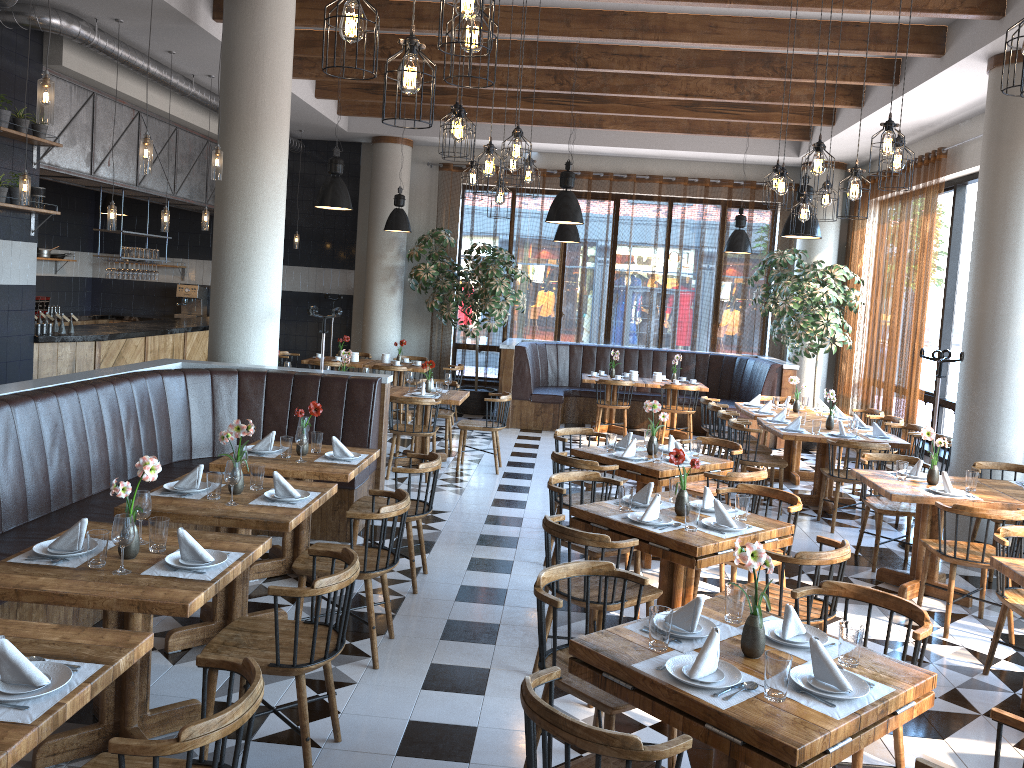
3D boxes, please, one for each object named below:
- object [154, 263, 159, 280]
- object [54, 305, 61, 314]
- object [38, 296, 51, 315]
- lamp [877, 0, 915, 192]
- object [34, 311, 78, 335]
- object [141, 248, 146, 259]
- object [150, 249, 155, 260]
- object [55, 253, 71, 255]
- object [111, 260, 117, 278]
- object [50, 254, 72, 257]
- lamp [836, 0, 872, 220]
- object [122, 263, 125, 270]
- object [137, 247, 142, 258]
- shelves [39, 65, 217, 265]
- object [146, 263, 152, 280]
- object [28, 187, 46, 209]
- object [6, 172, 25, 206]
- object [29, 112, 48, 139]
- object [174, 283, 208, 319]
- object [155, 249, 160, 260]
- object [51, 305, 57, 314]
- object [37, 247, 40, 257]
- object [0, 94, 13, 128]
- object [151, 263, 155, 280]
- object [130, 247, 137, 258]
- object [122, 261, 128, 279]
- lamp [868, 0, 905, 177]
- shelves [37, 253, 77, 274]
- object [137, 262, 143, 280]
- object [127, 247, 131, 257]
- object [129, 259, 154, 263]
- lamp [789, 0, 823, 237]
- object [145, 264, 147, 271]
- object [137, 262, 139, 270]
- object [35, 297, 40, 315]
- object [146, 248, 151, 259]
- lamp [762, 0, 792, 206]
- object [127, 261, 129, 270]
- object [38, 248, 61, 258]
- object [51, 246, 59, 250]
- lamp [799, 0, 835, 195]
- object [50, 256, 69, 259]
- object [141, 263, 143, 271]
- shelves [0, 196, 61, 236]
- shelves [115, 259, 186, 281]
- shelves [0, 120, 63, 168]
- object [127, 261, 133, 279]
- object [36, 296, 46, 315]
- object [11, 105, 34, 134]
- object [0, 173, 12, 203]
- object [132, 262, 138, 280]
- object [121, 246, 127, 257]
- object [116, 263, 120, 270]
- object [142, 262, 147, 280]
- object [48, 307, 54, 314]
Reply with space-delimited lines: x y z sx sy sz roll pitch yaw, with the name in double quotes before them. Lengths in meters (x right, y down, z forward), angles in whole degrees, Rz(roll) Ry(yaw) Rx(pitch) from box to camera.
"object" -4.555 -1.437 11.336 0.081 0.215 0.081 4 4 -5
"object" -6.797 -1.120 13.244 0.093 0.135 0.047 2 4 -21
"object" -6.793 -1.137 12.827 0.189 0.257 0.071 4 4 6
"lamp" 2.273 -2.149 5.042 0.175 2.065 0.175 5 4 12
"object" -4.710 -0.615 8.894 0.421 0.202 0.600 4 6 3
"object" -4.565 -1.616 10.961 0.080 0.132 0.080 7 5 33
"object" -4.549 -1.640 11.196 0.080 0.132 0.080 7 5 33
"object" -6.770 -1.933 13.219 0.243 0.070 0.350 4 6 -3
"object" -4.741 -1.366 10.553 0.081 0.215 0.081 4 4 -5
"object" -6.740 -1.918 13.211 0.243 0.084 0.347 8 7 33
"lamp" 2.053 -1.995 5.106 0.175 2.065 0.175 5 4 23
"object" -4.725 -1.390 10.789 0.081 0.215 0.081 4 4 -5
"object" -4.573 -1.604 10.844 0.080 0.132 0.080 7 5 33
"shelves" -4.627 -2.436 11.326 0.682 1.790 5.883 4 6 3
"object" -4.569 -1.416 11.128 0.081 0.215 0.081 4 4 -5
"object" -4.390 -1.714 8.183 0.143 0.200 0.143 3 5 -6
"object" -4.400 -1.736 7.897 0.172 0.300 0.236 3 5 -7
"object" -4.340 -2.371 8.125 0.173 0.267 0.189 6 5 21
"object" -5.120 -1.311 14.064 0.356 0.568 0.551 4 5 4
"object" -4.541 -1.652 11.314 0.080 0.132 0.080 7 5 33
"object" -6.803 -1.111 13.152 0.094 0.135 0.047 4 4 5
"object" -6.813 -1.877 12.576 0.190 0.147 0.193 5 5 17
"object" -4.376 -2.332 7.583 0.172 0.300 0.236 3 5 -7
"object" -4.562 -1.426 11.231 0.081 0.215 0.081 4 4 -5
"object" -4.581 -1.592 10.727 0.080 0.132 0.080 7 5 33
"object" -4.609 -1.356 10.544 0.081 0.215 0.081 4 4 -5
"lamp" 2.149 -2.196 4.874 0.175 2.065 0.175 5 4 23
"shelves" -6.795 -1.750 12.940 0.300 0.296 1.045 4 6 3
"object" -4.585 -1.393 10.899 0.081 0.215 0.081 4 4 -5
"object" -4.696 -1.613 10.852 0.080 0.132 0.080 7 5 33
"object" -5.935 -1.969 14.251 0.352 0.060 0.233 6 6 16
"lamp" 2.237 -2.138 6.556 0.175 2.065 0.175 3 4 -11
"object" -4.687 -1.447 11.345 0.081 0.215 0.081 4 4 -5
"object" -4.701 -1.426 11.136 0.081 0.215 0.081 4 4 -5
"object" -6.810 -1.112 12.583 0.189 0.257 0.071 4 4 6
"object" -4.557 -1.628 11.079 0.080 0.132 0.080 7 5 33
"lamp" 2.067 -2.394 6.678 0.175 2.065 0.175 3 4 -11
"object" -4.717 -1.402 10.907 0.081 0.215 0.081 4 4 -5
"object" -6.730 -1.906 12.863 0.347 0.153 0.201 0 6 -33
"object" -6.731 -1.926 12.840 0.294 0.172 0.065 0 6 -36
"lamp" 1.841 -2.141 5.107 0.175 2.065 0.175 3 4 -11
"object" -6.778 -1.899 13.222 0.243 0.059 0.351 4 6 -1
"object" -4.694 -1.436 11.239 0.081 0.215 0.081 4 4 -5
"shelves" -4.418 -1.496 7.920 0.247 0.296 0.907 4 6 3
"shelves" -5.809 -1.838 14.235 1.041 0.296 0.301 4 5 4
"shelves" -4.376 -2.122 7.880 0.247 0.296 0.907 4 6 3
"object" -4.601 -1.368 10.663 0.081 0.215 0.081 4 4 -5
"object" -6.801 -1.124 12.705 0.189 0.257 0.071 4 4 -4
"object" -4.359 -2.343 7.854 0.173 0.267 0.189 6 5 21
"object" -4.420 -1.690 7.620 0.173 0.267 0.189 6 5 21
"object" -4.593 -1.380 10.781 0.081 0.215 0.081 4 4 -5
"object" -4.704 -1.601 10.735 0.080 0.132 0.080 7 5 33
"object" -4.733 -1.378 10.671 0.081 0.215 0.081 4 4 -5
"object" -4.577 -1.405 11.017 0.081 0.215 0.081 4 4 -5
"object" -6.809 -1.102 13.060 0.093 0.135 0.047 4 4 -1
